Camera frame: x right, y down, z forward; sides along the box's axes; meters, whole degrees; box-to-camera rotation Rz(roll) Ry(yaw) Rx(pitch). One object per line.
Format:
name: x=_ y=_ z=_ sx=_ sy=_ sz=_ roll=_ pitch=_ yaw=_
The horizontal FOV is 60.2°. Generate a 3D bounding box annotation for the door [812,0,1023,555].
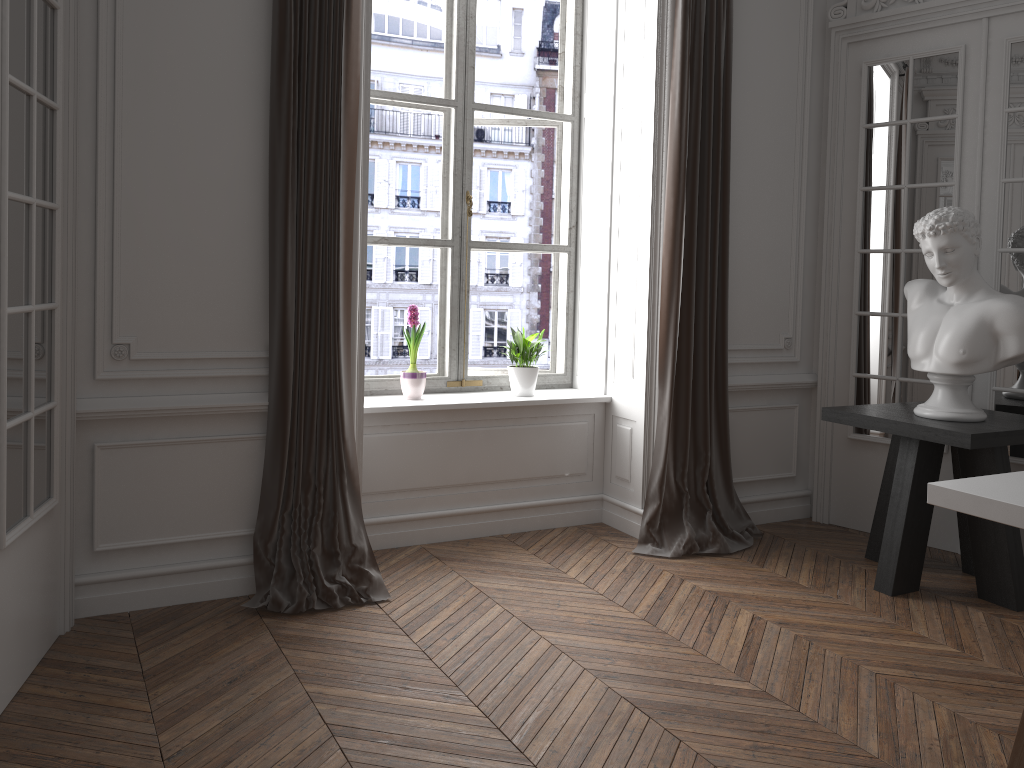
door: x=2.278 y=-0.508 z=4.347 sx=0.086 sy=2.728 sz=1.569 roll=0 pitch=4 yaw=-43

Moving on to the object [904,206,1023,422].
object: x=1.947 y=-0.311 z=3.860 sx=0.392 sy=0.921 sz=0.636 roll=0 pitch=4 yaw=-28

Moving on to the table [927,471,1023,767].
table: x=2.187 y=0.795 z=1.601 sx=0.900 sy=0.746 sz=2.635 roll=-1 pitch=7 yaw=-27

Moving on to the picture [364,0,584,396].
picture: x=1.562 y=-1.015 z=1.433 sx=13.214 sy=4.789 sz=13.293 roll=-3 pitch=7 yaw=-35

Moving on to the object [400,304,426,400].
object: x=-0.492 y=-0.162 z=4.434 sx=0.129 sy=0.475 sz=0.129 roll=3 pitch=3 yaw=23

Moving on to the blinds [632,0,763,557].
blinds: x=0.981 y=-0.745 z=4.341 sx=0.777 sy=3.093 sz=0.343 roll=0 pitch=3 yaw=-33

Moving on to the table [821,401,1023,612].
table: x=1.937 y=0.513 z=3.955 sx=0.767 sy=0.747 sz=0.771 roll=-1 pitch=5 yaw=-28

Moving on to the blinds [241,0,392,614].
blinds: x=-0.749 y=-0.690 z=3.477 sx=0.580 sy=3.094 sz=0.311 roll=1 pitch=2 yaw=-22

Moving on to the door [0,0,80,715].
door: x=-1.441 y=-0.379 z=2.402 sx=0.086 sy=2.728 sz=1.571 roll=1 pitch=3 yaw=-12

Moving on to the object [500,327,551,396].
object: x=0.068 y=-0.125 z=4.685 sx=0.285 sy=0.368 sz=0.215 roll=5 pitch=5 yaw=41
